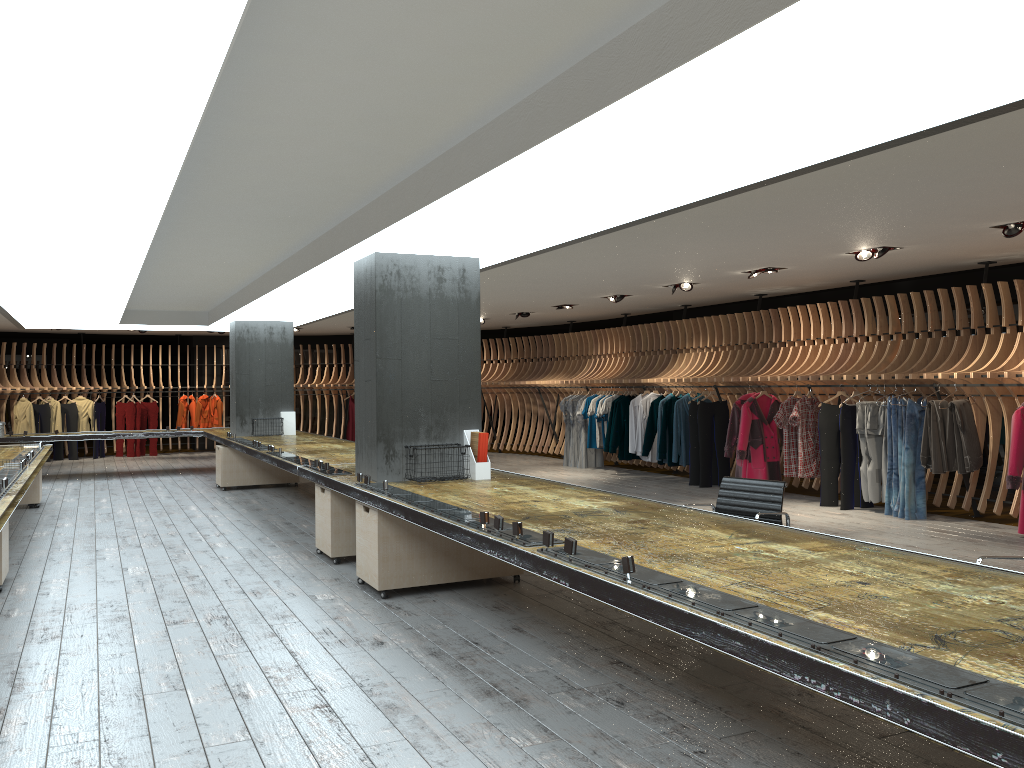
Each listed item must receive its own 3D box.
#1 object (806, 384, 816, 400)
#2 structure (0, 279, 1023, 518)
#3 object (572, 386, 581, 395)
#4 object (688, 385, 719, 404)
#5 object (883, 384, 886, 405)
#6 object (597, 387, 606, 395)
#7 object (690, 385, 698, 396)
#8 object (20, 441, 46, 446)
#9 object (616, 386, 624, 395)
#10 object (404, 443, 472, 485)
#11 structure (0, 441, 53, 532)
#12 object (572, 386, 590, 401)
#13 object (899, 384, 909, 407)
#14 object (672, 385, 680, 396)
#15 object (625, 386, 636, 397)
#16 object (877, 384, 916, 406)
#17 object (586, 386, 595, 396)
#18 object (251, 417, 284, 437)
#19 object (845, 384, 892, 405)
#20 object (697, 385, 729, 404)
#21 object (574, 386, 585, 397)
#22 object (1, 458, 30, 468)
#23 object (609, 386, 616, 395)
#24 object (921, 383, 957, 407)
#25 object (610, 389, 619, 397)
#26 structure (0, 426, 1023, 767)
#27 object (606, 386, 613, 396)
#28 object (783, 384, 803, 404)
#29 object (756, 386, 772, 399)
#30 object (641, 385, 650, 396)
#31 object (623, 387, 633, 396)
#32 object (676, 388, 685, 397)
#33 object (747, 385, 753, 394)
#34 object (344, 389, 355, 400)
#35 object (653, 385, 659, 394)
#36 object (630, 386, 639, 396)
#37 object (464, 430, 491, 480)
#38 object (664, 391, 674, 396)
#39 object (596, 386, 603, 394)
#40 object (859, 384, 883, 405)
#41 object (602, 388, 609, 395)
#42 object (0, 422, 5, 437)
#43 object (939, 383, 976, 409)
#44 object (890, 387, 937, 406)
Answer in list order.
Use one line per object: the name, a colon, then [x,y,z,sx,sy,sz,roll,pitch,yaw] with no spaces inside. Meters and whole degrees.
object: [3.683,0.146,10.964,0.524,0.286,0.015,0,-1,-40]
structure: [-0.432,0.209,4.245,14.882,2.440,36.545,-1,0,-25]
object: [1.194,0.176,16.232,0.525,0.270,0.012,-1,-1,-10]
object: [2.811,0.154,12.846,0.525,0.270,0.012,-1,-1,0]
object: [4.176,0.118,9.938,0.023,0.243,0.549,-1,0,26]
object: [1.557,0.179,15.414,0.523,0.289,0.015,-1,-1,-15]
object: [2.677,0.154,13.113,0.525,0.270,0.012,-1,-1,-15]
object: [-6.335,0.796,11.721,0.302,0.074,0.217,-1,0,-31]
object: [1.818,0.176,14.890,0.524,0.284,0.014,-1,-1,-15]
object: [-0.577,0.618,6.900,0.459,0.290,0.329,-1,-1,-28]
structure: [-4.507,1.126,7.035,1.162,0.844,10.448,-1,0,-25]
object: [1.314,0.175,15.978,0.525,0.270,0.012,-1,-1,-10]
object: [4.288,0.120,9.698,0.023,0.243,0.549,-1,-1,36]
object: [2.490,0.156,13.505,0.525,0.270,0.012,-1,-1,-25]
object: [1.962,0.169,14.663,0.525,0.270,0.012,-1,-1,-25]
object: [4.248,0.119,9.798,0.549,0.243,0.023,-1,-1,-19]
object: [1.406,0.173,15.830,0.525,0.270,0.012,0,-1,-40]
object: [-3.743,0.663,13.591,0.459,0.290,0.329,-1,0,-23]
object: [4.089,0.119,10.124,0.549,0.243,0.023,-1,-1,11]
object: [2.879,0.153,12.678,0.525,0.270,0.012,-1,-1,-20]
object: [1.249,0.176,16.098,0.525,0.270,0.012,-1,-1,-35]
object: [-4.883,0.775,8.671,0.302,0.071,0.209,-1,0,-31]
object: [1.723,0.178,15.162,0.524,0.285,0.013,-1,-1,-30]
object: [4.481,0.115,9.299,0.549,0.243,0.023,-1,-1,-24]
object: [1.758,0.166,15.053,0.525,0.270,0.012,0,-1,-40]
structure: [-2.755,1.106,7.627,4.836,0.844,18.471,-1,0,-25]
object: [1.687,0.176,15.261,0.523,0.291,0.013,-1,-1,-30]
object: [3.598,0.140,11.159,0.525,0.270,0.012,-1,-1,-25]
object: [3.340,0.145,11.754,0.525,0.270,0.012,-1,-1,-15]
object: [2.166,0.158,14.206,0.525,0.270,0.012,-1,-1,-20]
object: [1.916,0.169,14.732,0.525,0.270,0.012,-1,-1,-25]
object: [2.554,0.157,13.413,0.525,0.270,0.012,-1,-1,-25]
object: [3.215,0.147,11.967,0.525,0.270,0.012,-1,-1,-25]
object: [-3.619,0.241,20.471,0.525,0.270,0.012,-1,-1,-25]
object: [2.267,0.157,13.994,0.525,0.270,0.012,-1,-1,-25]
object: [2.004,0.168,14.542,0.525,0.270,0.012,-1,-1,-20]
object: [-0.280,0.564,7.104,0.129,0.383,0.239,0,-1,-25]
object: [2.407,0.159,13.691,0.525,0.270,0.012,-1,-1,-20]
object: [1.535,0.173,15.551,0.525,0.270,0.012,-1,-1,0]
object: [4.131,0.123,10.037,0.549,0.250,0.023,-1,-1,-24]
object: [1.628,0.172,15.329,0.525,0.270,0.012,-1,-1,-20]
object: [-8.367,0.742,14.314,0.303,0.239,0.497,0,0,-25]
object: [4.589,0.123,9.138,0.547,0.262,0.023,-1,-1,-24]
object: [4.358,0.125,9.598,0.548,0.256,0.023,-1,-1,0]
